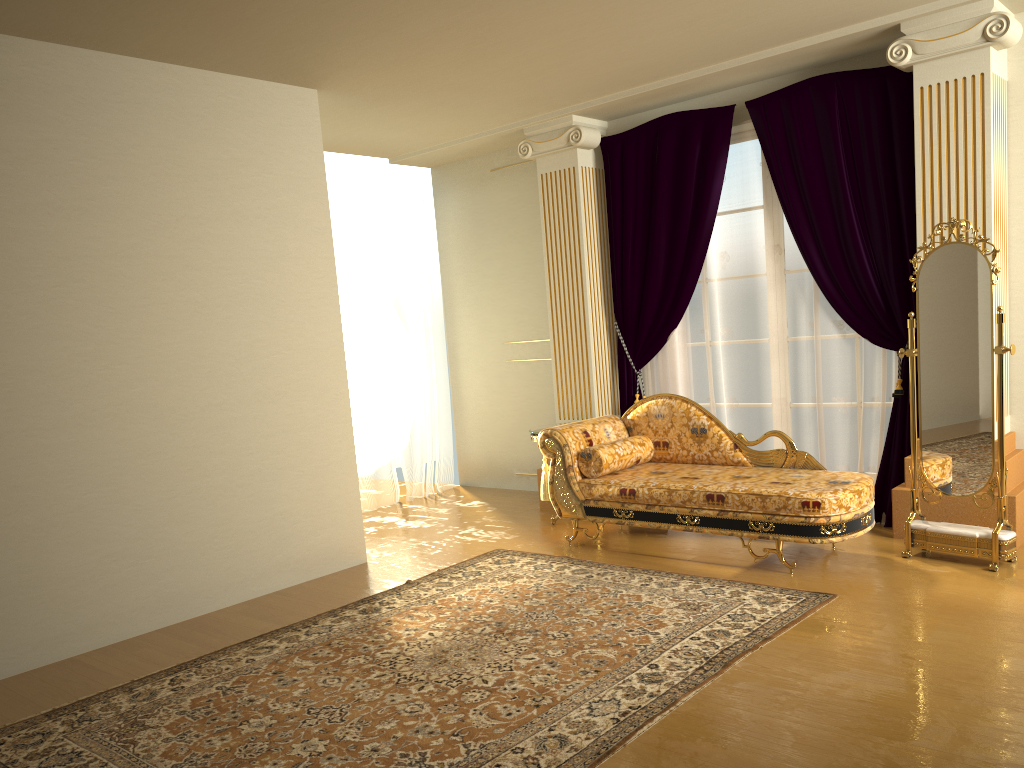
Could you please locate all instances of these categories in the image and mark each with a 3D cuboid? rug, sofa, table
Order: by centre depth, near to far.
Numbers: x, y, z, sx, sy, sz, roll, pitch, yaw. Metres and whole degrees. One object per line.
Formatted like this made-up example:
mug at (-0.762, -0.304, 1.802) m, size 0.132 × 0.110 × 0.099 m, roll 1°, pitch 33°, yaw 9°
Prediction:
rug at (-0.292, 1.144, 3.639) m, size 2.116 × 0.017 × 3.058 m, roll -2°, pitch 5°, yaw 42°
sofa at (1.063, 0.514, 5.045) m, size 1.893 × 0.878 × 0.688 m, roll -1°, pitch 7°, yaw 41°
table at (0.428, 0.616, 6.155) m, size 0.571 × 0.648 × 0.567 m, roll -5°, pitch 6°, yaw -3°

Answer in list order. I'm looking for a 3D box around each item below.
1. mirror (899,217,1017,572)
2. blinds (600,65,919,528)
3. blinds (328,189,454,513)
mirror at (2.188, 0.045, 4.366) m, size 0.241 × 1.714 × 0.540 m, roll -11°, pitch 9°, yaw -38°
blinds at (1.572, -0.464, 5.688) m, size 2.234 × 2.674 × 0.336 m, roll 1°, pitch 9°, yaw 42°
blinds at (-1.253, -0.228, 6.843) m, size 0.164 × 2.526 × 2.151 m, roll 2°, pitch 9°, yaw 44°
